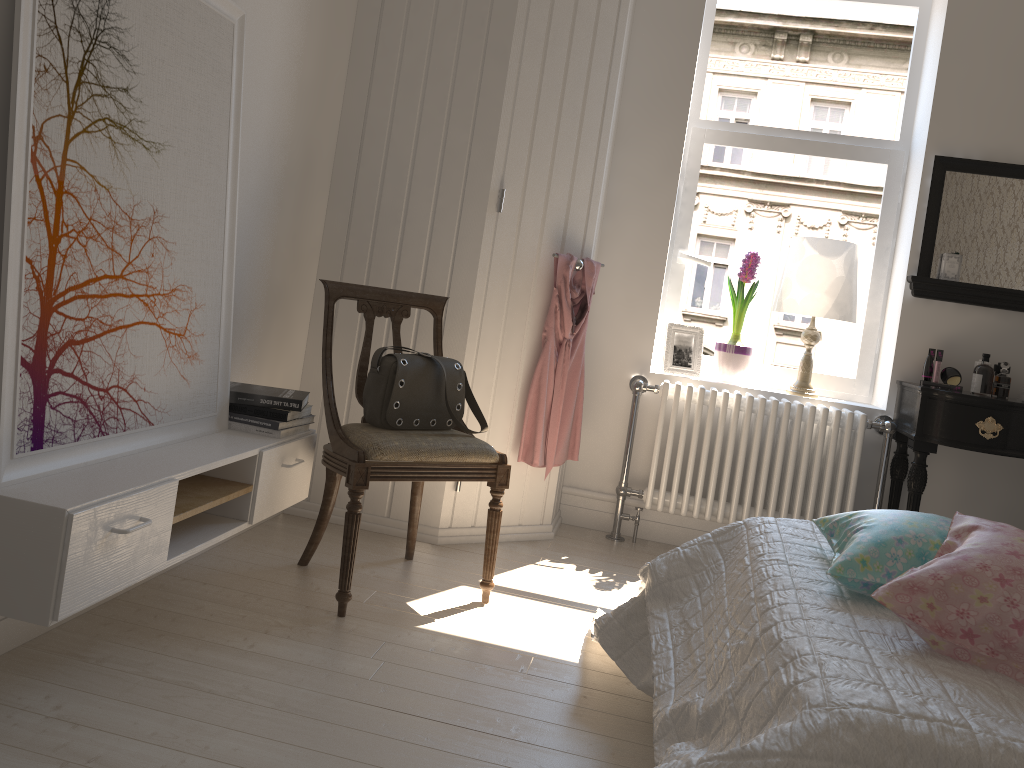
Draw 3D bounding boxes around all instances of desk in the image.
[{"bbox_3d":[1.983,0.498,3.236,1.108,0.823,0.435,9,1,10],"label":"desk"}]

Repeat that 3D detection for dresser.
[{"bbox_3d":[-0.127,-0.739,3.515,1.027,2.582,0.700,9,1,10],"label":"dresser"}]

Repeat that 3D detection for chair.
[{"bbox_3d":[-0.347,0.163,2.737,0.517,0.890,0.542,7,2,-35],"label":"chair"}]

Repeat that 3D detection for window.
[{"bbox_3d":[1.219,-0.871,3.876,0.951,1.782,0.110,9,0,10],"label":"window"}]

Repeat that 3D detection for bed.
[{"bbox_3d":[1.175,0.652,1.477,2.217,0.630,1.956,10,5,10],"label":"bed"}]

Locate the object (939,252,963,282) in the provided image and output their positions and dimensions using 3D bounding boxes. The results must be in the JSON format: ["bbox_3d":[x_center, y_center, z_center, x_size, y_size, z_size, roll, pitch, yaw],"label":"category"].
[{"bbox_3d":[1.739,-0.466,3.493,0.072,0.121,0.037,9,1,15],"label":"object"}]

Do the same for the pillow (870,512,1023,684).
[{"bbox_3d":[0.802,0.344,1.360,0.356,0.202,0.392,13,6,42],"label":"pillow"}]

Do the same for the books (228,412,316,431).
[{"bbox_3d":[-0.737,0.089,2.560,0.259,0.022,0.212,10,6,15],"label":"books"}]

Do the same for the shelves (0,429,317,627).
[{"bbox_3d":[-0.841,0.259,2.123,0.369,0.209,1.116,9,6,9],"label":"shelves"}]

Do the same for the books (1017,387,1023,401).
[{"bbox_3d":[2.073,0.044,3.282,0.279,0.095,0.226,10,5,12],"label":"books"}]

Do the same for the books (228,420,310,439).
[{"bbox_3d":[-0.735,0.114,2.551,0.242,0.022,0.191,10,6,12],"label":"books"}]

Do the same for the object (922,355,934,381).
[{"bbox_3d":[1.618,-0.053,3.429,0.054,0.120,0.031,8,1,-42],"label":"object"}]

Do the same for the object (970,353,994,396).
[{"bbox_3d":[1.780,-0.036,3.331,0.070,0.158,0.070,9,1,4],"label":"object"}]

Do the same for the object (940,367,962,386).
[{"bbox_3d":[1.680,-0.024,3.401,0.082,0.086,0.080,6,4,-40],"label":"object"}]

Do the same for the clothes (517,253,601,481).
[{"bbox_3d":[0.195,-0.066,3.416,0.093,0.876,0.327,9,1,39],"label":"clothes"}]

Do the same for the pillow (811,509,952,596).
[{"bbox_3d":[0.760,0.330,1.647,0.363,0.168,0.382,10,5,15],"label":"pillow"}]

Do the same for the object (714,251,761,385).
[{"bbox_3d":[0.967,-0.287,3.765,0.156,0.577,0.157,9,0,-5],"label":"object"}]

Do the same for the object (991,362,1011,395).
[{"bbox_3d":[1.898,-0.016,3.430,0.057,0.134,0.058,8,1,-30],"label":"object"}]

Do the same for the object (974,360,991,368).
[{"bbox_3d":[1.817,-0.027,3.418,0.057,0.134,0.058,8,1,-30],"label":"object"}]

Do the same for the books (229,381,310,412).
[{"bbox_3d":[-0.729,0.034,2.562,0.258,0.032,0.192,8,6,-7],"label":"books"}]

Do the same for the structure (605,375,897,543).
[{"bbox_3d":[0.957,0.384,3.558,1.070,0.682,0.165,9,1,10],"label":"structure"}]

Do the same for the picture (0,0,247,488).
[{"bbox_3d":[-0.856,-0.429,2.040,0.164,1.161,0.854,9,2,9],"label":"picture"}]

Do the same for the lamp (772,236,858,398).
[{"bbox_3d":[1.260,-0.273,3.692,0.341,0.652,0.340,9,1,22],"label":"lamp"}]

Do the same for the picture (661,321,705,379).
[{"bbox_3d":[0.731,-0.144,3.759,0.176,0.225,0.050,8,0,-10],"label":"picture"}]

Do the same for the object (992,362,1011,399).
[{"bbox_3d":[1.858,-0.015,3.340,0.054,0.139,0.055,8,1,-41],"label":"object"}]

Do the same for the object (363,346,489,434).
[{"bbox_3d":[-0.263,0.017,2.724,0.398,0.248,0.214,6,4,-35],"label":"object"}]

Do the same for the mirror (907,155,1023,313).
[{"bbox_3d":[2.157,-0.543,3.417,1.120,0.572,0.066,9,0,10],"label":"mirror"}]

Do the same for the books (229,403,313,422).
[{"bbox_3d":[-0.726,0.066,2.556,0.240,0.028,0.191,9,6,8],"label":"books"}]
